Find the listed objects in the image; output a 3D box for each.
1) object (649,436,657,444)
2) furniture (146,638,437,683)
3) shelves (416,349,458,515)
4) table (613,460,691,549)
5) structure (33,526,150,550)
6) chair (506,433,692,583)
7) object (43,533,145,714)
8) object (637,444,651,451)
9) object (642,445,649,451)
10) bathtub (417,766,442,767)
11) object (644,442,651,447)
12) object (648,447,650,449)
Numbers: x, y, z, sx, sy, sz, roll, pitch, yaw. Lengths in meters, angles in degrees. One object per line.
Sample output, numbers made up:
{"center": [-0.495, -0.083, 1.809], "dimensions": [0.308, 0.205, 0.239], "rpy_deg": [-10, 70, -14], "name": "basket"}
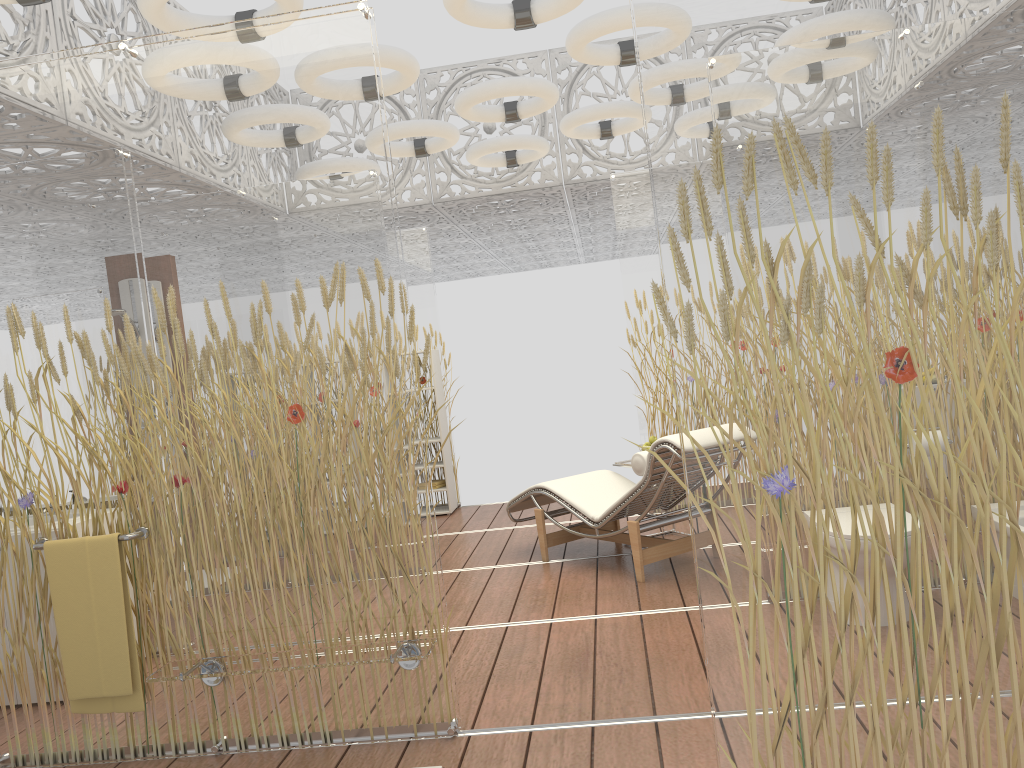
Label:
{"center": [0.909, 0.361, 5.709], "dimensions": [0.055, 0.056, 0.055], "rpy_deg": [-7, 2, 6], "name": "object"}
{"center": [-0.749, 0.943, 3.029], "dimensions": [0.977, 0.014, 0.178], "rpy_deg": [-7, 2, 6], "name": "furniture"}
{"center": [-0.785, 0.434, 8.016], "dimensions": [0.366, 1.460, 0.344], "rpy_deg": [-7, 2, 6], "name": "shelves"}
{"center": [0.973, 0.757, 5.779], "dimensions": [0.420, 0.535, 0.420], "rpy_deg": [-8, 2, -24], "name": "table"}
{"center": [-1.541, 0.566, 3.212], "dimensions": [0.442, 0.047, 0.078], "rpy_deg": [-7, 2, 6], "name": "structure"}
{"center": [0.666, 0.678, 5.454], "dimensions": [0.635, 0.811, 1.787], "rpy_deg": [-8, 2, -34], "name": "chair"}
{"center": [-1.505, 0.873, 3.195], "dimensions": [0.283, 0.656, 0.042], "rpy_deg": [-7, 2, 6], "name": "object"}
{"center": [0.912, 0.440, 5.705], "dimensions": [0.206, 0.105, 0.206], "rpy_deg": [-8, 2, -39], "name": "object"}
{"center": [0.853, 0.411, 5.671], "dimensions": [0.047, 0.048, 0.047], "rpy_deg": [-8, 2, -31], "name": "object"}
{"center": [-1.091, 1.488, 2.676], "dimensions": [1.700, 0.582, 0.700], "rpy_deg": [-7, 2, 6], "name": "bathtub"}
{"center": [0.872, 0.395, 5.708], "dimensions": [0.044, 0.043, 0.040], "rpy_deg": [-6, 2, 21], "name": "object"}
{"center": [0.895, 0.424, 5.656], "dimensions": [0.058, 0.058, 0.058], "rpy_deg": [-8, 2, -27], "name": "object"}
